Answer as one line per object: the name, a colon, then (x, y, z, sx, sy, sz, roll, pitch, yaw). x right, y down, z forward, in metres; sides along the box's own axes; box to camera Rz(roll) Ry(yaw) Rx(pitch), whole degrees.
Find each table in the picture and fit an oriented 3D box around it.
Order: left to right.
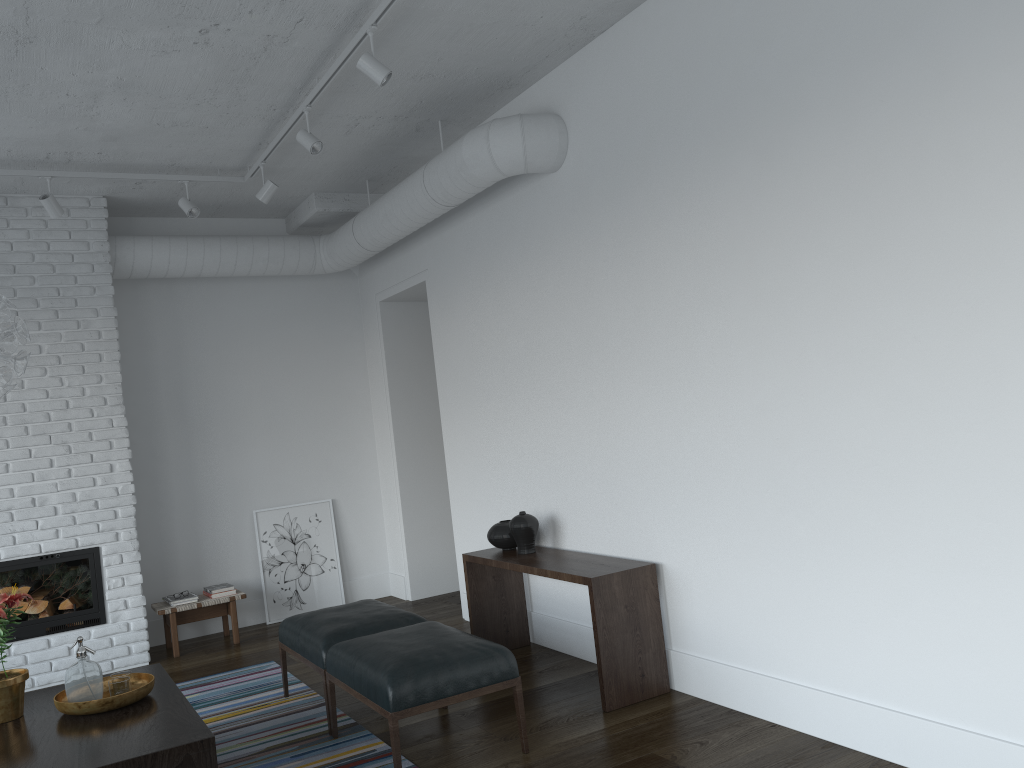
table: (-1.921, 1.545, 3.385, 1.306, 0.394, 1.362, -5, -2, -30)
table: (-2.249, 1.724, 6.412, 0.605, 0.345, 0.405, -5, -2, -30)
table: (0.232, 1.243, 4.761, 0.375, 0.617, 1.362, -5, -2, -30)

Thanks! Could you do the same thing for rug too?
rug: (-1.801, 1.735, 3.392, 2.735, 0.012, 3.760, -5, -2, -30)

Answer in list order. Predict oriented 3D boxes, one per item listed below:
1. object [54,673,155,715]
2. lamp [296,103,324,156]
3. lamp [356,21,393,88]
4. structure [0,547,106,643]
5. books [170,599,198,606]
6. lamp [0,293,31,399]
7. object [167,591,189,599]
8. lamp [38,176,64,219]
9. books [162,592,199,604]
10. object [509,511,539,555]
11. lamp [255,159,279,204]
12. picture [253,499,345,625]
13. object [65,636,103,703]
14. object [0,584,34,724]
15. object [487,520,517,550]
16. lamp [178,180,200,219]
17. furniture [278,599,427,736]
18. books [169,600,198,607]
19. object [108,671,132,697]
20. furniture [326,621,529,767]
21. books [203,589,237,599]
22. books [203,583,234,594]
object: (-1.690, 1.295, 3.691, 0.383, 0.068, 0.383, -7, -2, 13)
lamp: (-1.083, -1.350, 4.710, 0.154, 0.285, 0.094, -8, -2, 34)
lamp: (-0.605, -1.433, 3.853, 0.154, 0.285, 0.100, -6, -2, -6)
structure: (-3.365, 1.441, 5.887, 1.168, 0.578, 0.675, -5, -2, -30)
books: (-2.368, 1.548, 6.350, 0.171, 0.011, 0.306, -5, -2, -31)
lamp: (-2.352, -0.655, 3.669, 0.552, 1.546, 0.552, -5, -3, -42)
object: (-2.398, 1.510, 6.359, 0.093, 0.038, 0.134, -7, -2, 27)
lamp: (-2.778, -1.137, 5.329, 0.097, 0.285, 0.154, -7, -2, 11)
books: (-2.377, 1.535, 6.359, 0.202, 0.019, 0.280, -5, -2, -32)
object: (0.072, 0.841, 5.036, 0.171, 0.236, 0.171, -6, -2, -25)
lamp: (-1.541, -1.270, 5.548, 0.154, 0.285, 0.104, -7, -2, 11)
picture: (-1.695, 1.406, 7.087, 0.637, 0.884, 0.093, -5, -2, -30)
object: (-1.784, 1.194, 3.689, 0.143, 0.288, 0.143, -8, -2, 32)
object: (-2.113, 1.096, 3.603, 0.275, 0.558, 0.284, -7, -2, 22)
object: (-0.026, 0.893, 5.243, 0.245, 0.168, 0.245, -5, -2, -38)
lamp: (-2.091, -1.202, 5.716, 0.154, 0.285, 0.093, -8, -2, 39)
furniture: (-0.823, 1.430, 4.660, 0.584, 0.478, 0.828, -5, -2, -30)
books: (-2.370, 1.560, 6.360, 0.172, 0.011, 0.273, -5, -2, -31)
object: (-1.647, 1.278, 3.737, 0.085, 0.089, 0.195, -6, -2, -20)
furniture: (-0.408, 1.359, 3.920, 0.583, 0.476, 0.827, -5, -2, -30)
books: (-2.144, 1.528, 6.506, 0.185, 0.032, 0.267, -5, -2, -32)
books: (-2.151, 1.501, 6.513, 0.173, 0.025, 0.238, -5, -2, -32)
